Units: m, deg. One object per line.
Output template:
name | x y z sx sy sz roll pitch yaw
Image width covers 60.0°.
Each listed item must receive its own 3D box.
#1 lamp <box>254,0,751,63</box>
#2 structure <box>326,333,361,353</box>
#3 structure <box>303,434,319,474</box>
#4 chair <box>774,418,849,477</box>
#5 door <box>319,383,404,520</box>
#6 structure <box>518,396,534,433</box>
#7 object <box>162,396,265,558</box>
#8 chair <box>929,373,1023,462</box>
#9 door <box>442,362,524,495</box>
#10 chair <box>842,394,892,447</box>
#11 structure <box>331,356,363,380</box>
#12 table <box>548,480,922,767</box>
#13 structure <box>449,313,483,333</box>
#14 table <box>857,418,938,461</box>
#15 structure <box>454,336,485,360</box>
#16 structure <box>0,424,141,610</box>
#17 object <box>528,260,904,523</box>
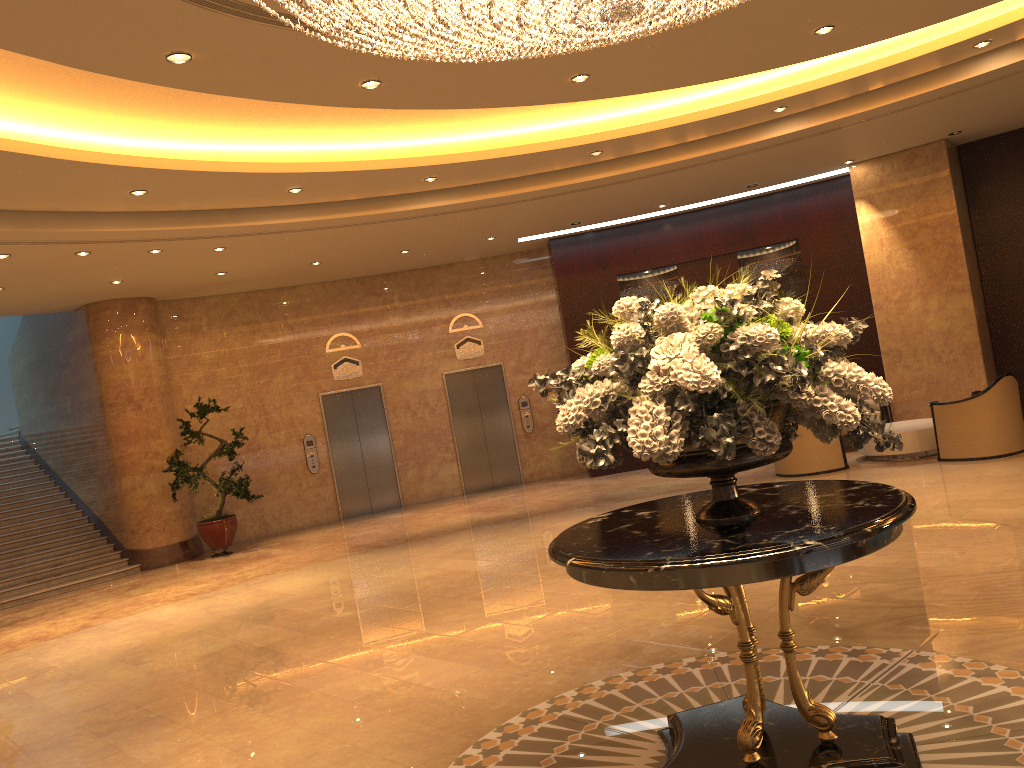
lamp | 0.367 -2.148 3.749 3.204 1.196 3.206 -10 0 -5
structure | -2.861 -0.717 14.941 0.600 0.293 0.010 -10 0 -17
structure | -3.315 1.159 14.665 0.200 0.661 0.053 -10 0 -20
chair | 3.694 0.669 11.366 0.769 0.916 0.951 -10 0 -7
door | -2.551 1.130 14.988 1.070 2.145 0.150 -10 0 -16
structure | 0.248 0.529 15.400 0.200 0.661 0.053 -10 0 -2
object | -4.415 1.355 13.033 1.250 2.363 0.843 -10 0 -20
chair | 5.463 0.361 10.288 0.951 0.916 0.769 -10 0 -27
door | -0.501 0.770 15.415 1.070 2.149 0.150 -10 0 -6
chair | 4.813 0.467 12.597 0.951 0.916 0.769 -10 0 8
structure | -2.784 -0.276 14.944 0.504 0.405 0.012 -10 0 -17
table | 0.975 1.084 3.721 1.493 1.089 1.493 -10 0 42
structure | -0.819 -1.078 15.356 0.600 0.293 0.010 -10 0 -6
table | 5.061 0.713 11.377 1.196 0.354 1.196 -10 0 -15
structure | -0.741 -0.638 15.359 0.504 0.405 0.012 -10 0 -6
structure | -9.068 0.543 14.547 9.849 5.560 7.472 -10 0 -42
object | 0.785 0.059 3.682 1.318 0.999 1.277 -10 0 -11
